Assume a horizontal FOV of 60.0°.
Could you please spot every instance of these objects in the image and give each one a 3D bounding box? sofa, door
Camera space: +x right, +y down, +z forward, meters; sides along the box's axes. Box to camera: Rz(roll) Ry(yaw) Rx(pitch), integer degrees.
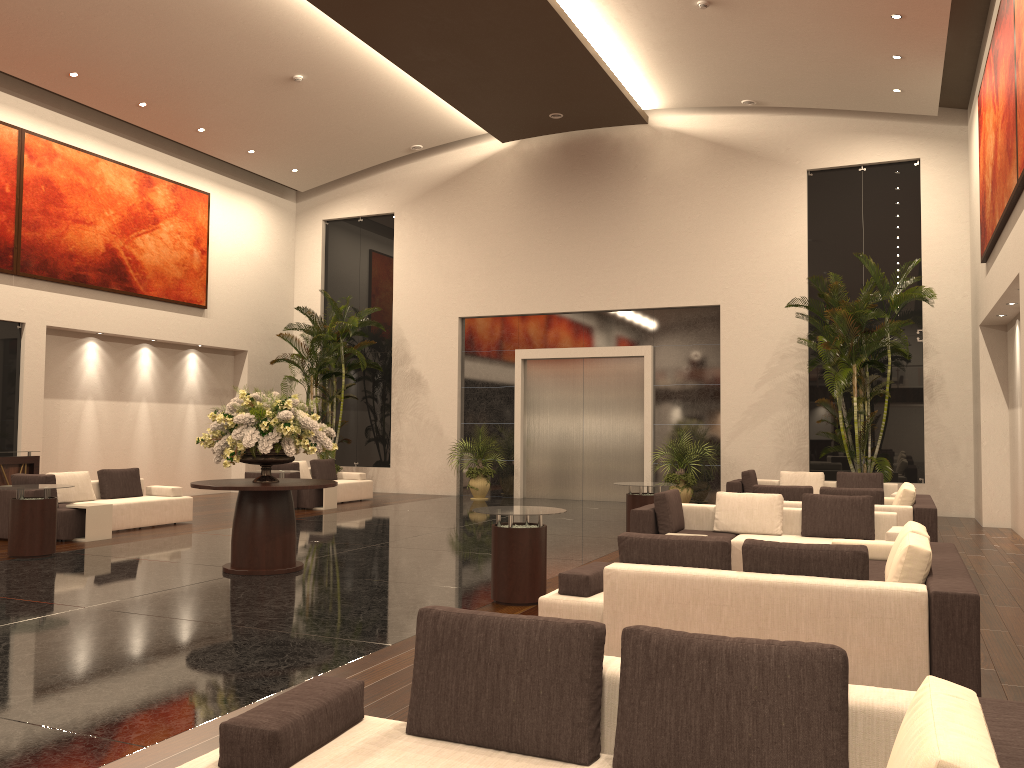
[{"bbox_3d":[2.695,1.569,9.137,2.846,0.862,1.291,-1,-3,24],"label":"sofa"},{"bbox_3d":[1.531,0.962,19.008,2.767,3.048,0.040,-1,-3,24],"label":"door"},{"bbox_3d":[-0.208,1.168,1.721,2.586,0.862,3.366,-1,-3,24],"label":"sofa"},{"bbox_3d":[4.962,1.851,14.330,2.846,0.862,1.291,-1,-3,24],"label":"sofa"},{"bbox_3d":[1.914,1.435,6.625,2.586,0.862,3.366,-1,-3,24],"label":"sofa"},{"bbox_3d":[-3.827,1.935,17.509,1.291,0.862,2.846,-1,-3,24],"label":"sofa"},{"bbox_3d":[4.181,1.717,11.817,2.586,0.862,3.366,-1,-3,24],"label":"sofa"},{"bbox_3d":[-5.902,1.676,12.758,1.291,0.862,2.846,-1,-3,24],"label":"sofa"}]

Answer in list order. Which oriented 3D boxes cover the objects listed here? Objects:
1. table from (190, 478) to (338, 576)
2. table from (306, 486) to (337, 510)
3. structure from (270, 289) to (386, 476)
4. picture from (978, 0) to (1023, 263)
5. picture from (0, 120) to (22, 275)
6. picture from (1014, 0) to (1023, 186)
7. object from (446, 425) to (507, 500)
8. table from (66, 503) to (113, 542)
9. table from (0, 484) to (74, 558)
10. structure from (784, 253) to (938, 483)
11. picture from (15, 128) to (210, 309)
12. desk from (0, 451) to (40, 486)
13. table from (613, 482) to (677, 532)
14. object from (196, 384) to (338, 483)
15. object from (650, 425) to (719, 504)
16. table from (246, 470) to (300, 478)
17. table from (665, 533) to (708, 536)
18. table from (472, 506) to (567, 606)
[{"bbox_3d":[-2.635,1.506,9.436,1.498,0.921,1.498,0,-3,15],"label":"table"},{"bbox_3d":[-3.539,2.090,16.518,0.400,0.460,0.400,-1,-3,24],"label":"table"},{"bbox_3d":[-4.091,0.191,20.156,2.436,4.611,2.531,1,-3,-5],"label":"structure"},{"bbox_3d":[6.129,-3.173,11.203,0.070,2.526,4.515,-1,-3,24],"label":"picture"},{"bbox_3d":[-9.304,-3.218,13.005,0.070,2.526,4.515,-1,-3,24],"label":"picture"},{"bbox_3d":[4.321,-3.399,7.064,0.070,2.526,4.515,-1,-3,24],"label":"picture"},{"bbox_3d":[-0.680,1.631,19.043,1.373,1.682,1.297,2,-3,-33],"label":"object"},{"bbox_3d":[-5.614,1.831,11.768,0.400,0.460,0.400,-1,-3,24],"label":"table"},{"bbox_3d":[-5.544,1.585,10.264,0.833,0.795,0.844,1,-3,-15],"label":"table"},{"bbox_3d":[6.144,0.048,15.539,2.436,4.611,2.531,1,-3,-5],"label":"structure"},{"bbox_3d":[-7.497,-2.993,17.143,0.070,2.526,4.515,-1,-3,24],"label":"picture"},{"bbox_3d":[-7.724,1.529,12.694,0.760,1.114,1.634,-1,-3,24],"label":"desk"},{"bbox_3d":[1.764,1.727,11.787,0.833,0.795,0.844,1,-3,-15],"label":"table"},{"bbox_3d":[-2.602,0.499,9.474,1.453,1.097,1.402,2,-3,-20],"label":"object"},{"bbox_3d":[3.270,1.576,17.264,1.373,1.682,1.297,2,-3,-28],"label":"object"},{"bbox_3d":[-3.843,1.801,14.231,0.833,0.795,0.844,1,-3,-15],"label":"table"},{"bbox_3d":[1.712,1.747,8.838,0.400,0.460,0.400,-1,-3,24],"label":"table"},{"bbox_3d":[0.062,1.511,7.820,0.833,0.795,0.844,1,-3,-15],"label":"table"}]
